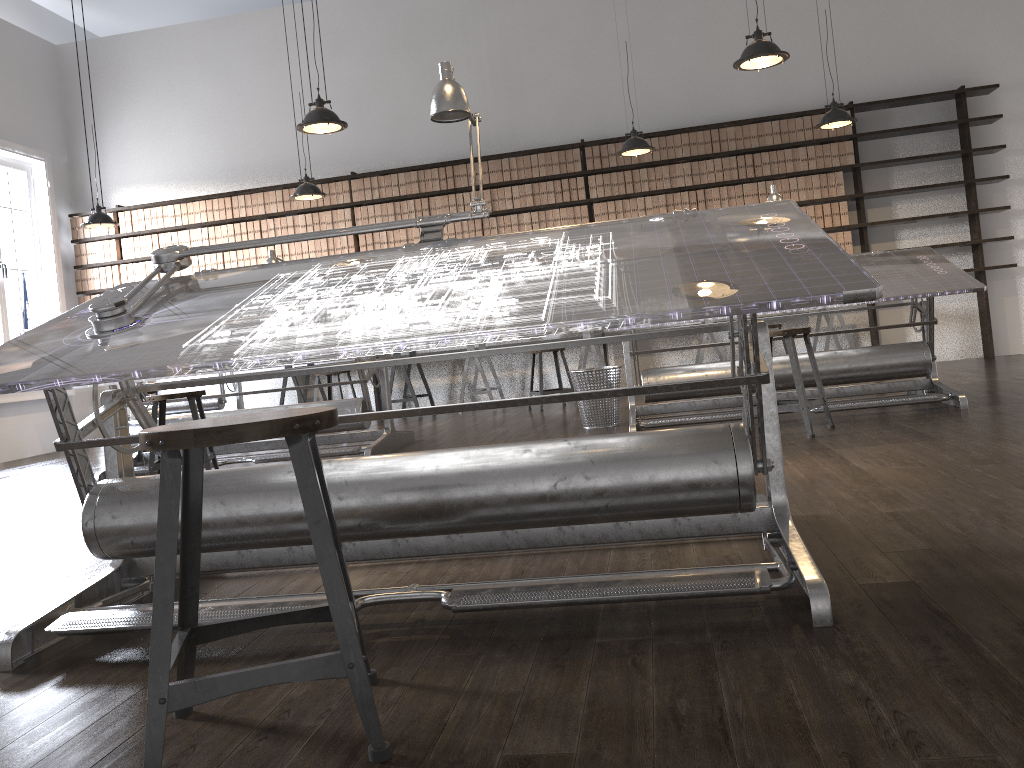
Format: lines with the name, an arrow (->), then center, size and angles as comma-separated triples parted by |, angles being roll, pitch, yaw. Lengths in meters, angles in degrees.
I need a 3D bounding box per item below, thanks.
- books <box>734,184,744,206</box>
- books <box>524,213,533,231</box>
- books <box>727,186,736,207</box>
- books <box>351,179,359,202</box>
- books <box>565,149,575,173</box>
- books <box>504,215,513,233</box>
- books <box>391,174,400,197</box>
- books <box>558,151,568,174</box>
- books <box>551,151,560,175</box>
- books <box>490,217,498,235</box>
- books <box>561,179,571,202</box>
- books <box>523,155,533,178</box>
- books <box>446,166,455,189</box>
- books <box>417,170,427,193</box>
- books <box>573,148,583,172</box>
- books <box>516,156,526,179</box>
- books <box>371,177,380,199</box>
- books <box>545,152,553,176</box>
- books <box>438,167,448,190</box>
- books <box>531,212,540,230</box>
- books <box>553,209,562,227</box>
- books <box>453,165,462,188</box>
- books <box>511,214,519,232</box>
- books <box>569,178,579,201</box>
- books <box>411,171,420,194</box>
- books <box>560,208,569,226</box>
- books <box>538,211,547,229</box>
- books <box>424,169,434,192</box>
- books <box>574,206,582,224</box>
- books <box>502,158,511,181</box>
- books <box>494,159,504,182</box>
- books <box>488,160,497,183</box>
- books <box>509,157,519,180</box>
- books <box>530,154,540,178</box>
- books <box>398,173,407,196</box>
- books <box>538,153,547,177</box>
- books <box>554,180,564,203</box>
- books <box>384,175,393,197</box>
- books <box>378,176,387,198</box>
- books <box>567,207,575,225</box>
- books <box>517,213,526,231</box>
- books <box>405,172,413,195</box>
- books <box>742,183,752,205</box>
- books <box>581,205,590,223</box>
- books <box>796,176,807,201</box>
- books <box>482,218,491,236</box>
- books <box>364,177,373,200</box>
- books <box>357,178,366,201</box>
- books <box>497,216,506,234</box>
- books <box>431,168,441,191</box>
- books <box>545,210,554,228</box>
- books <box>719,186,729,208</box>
books -> 2.140, -1.755, 8.361 | 0.066, 0.226, 0.175 | -6, 1, 9
books -> 0.170, -1.551, 8.664 | 0.066, 0.225, 0.175 | -6, 1, 9
books -> 2.072, -1.748, 8.373 | 0.066, 0.226, 0.174 | -6, 1, 9
books -> -1.553, -1.934, 8.926 | 0.066, 0.225, 0.175 | -6, 1, 9
books -> 0.570, -2.146, 8.599 | 0.066, 0.226, 0.174 | -6, 1, 9
books -> -0.023, -1.532, 8.697 | 0.066, 0.226, 0.175 | -6, 1, 9
books -> -1.143, -1.975, 8.860 | 0.067, 0.226, 0.175 | -6, 1, 9
books -> 0.500, -2.139, 8.610 | 0.066, 0.226, 0.175 | -6, 1, 9
books -> 0.433, -2.132, 8.615 | 0.067, 0.226, 0.175 | -6, 1, 9
books -> -0.163, -1.518, 8.714 | 0.066, 0.226, 0.174 | -6, 1, 9
books -> 0.531, -1.864, 8.603 | 0.067, 0.226, 0.175 | -6, 1, 9
books -> 0.166, -2.106, 8.661 | 0.066, 0.226, 0.175 | -6, 1, 9
books -> -0.595, -2.030, 8.775 | 0.067, 0.226, 0.175 | -6, 1, 9
books -> -0.877, -2.002, 8.823 | 0.066, 0.226, 0.175 | -6, 1, 9
books -> 0.639, -2.153, 8.584 | 0.066, 0.226, 0.174 | -6, 1, 9
books -> 0.098, -2.099, 8.674 | 0.066, 0.226, 0.174 | -6, 1, 9
books -> -1.349, -1.954, 8.894 | 0.066, 0.226, 0.174 | -6, 1, 9
books -> 0.368, -2.126, 8.629 | 0.066, 0.225, 0.175 | -6, 1, 9
books -> -0.668, -2.023, 8.792 | 0.066, 0.226, 0.175 | -6, 1, 9
books -> 0.241, -1.558, 8.651 | 0.067, 0.226, 0.175 | -6, 1, 9
books -> 0.447, -1.579, 8.621 | 0.066, 0.226, 0.174 | -6, 1, 9
books -> -0.521, -2.037, 8.769 | 0.066, 0.225, 0.175 | -6, 1, 9
books -> 0.042, -1.538, 8.681 | 0.067, 0.226, 0.175 | -6, 1, 9
books -> 0.605, -1.871, 8.597 | 0.066, 0.225, 0.175 | -6, 1, 9
books -> -0.944, -1.995, 8.828 | 0.067, 0.226, 0.175 | -6, 1, 9
books -> 0.518, -1.586, 8.607 | 0.066, 0.226, 0.175 | -6, 1, 9
books -> 0.311, -1.565, 8.644 | 0.066, 0.226, 0.175 | -6, 1, 9
books -> -0.808, -2.009, 8.813 | 0.066, 0.226, 0.174 | -6, 1, 9
books -> 0.646, -1.599, 8.591 | 0.066, 0.225, 0.175 | -6, 1, 9
books -> -0.043, -2.085, 8.688 | 0.066, 0.226, 0.175 | -6, 1, 9
books -> -0.114, -2.078, 8.699 | 0.067, 0.226, 0.175 | -6, 1, 9
books -> -0.176, -2.072, 8.713 | 0.066, 0.225, 0.175 | -6, 1, 9
books -> 0.029, -2.092, 8.680 | 0.066, 0.226, 0.174 | -6, 1, 9
books -> 0.235, -2.113, 8.646 | 0.067, 0.226, 0.175 | -6, 1, 9
books -> -1.071, -1.982, 8.851 | 0.066, 0.225, 0.175 | -6, 1, 9
books -> 0.306, -2.120, 8.637 | 0.066, 0.225, 0.175 | -6, 1, 9
books -> 0.459, -1.857, 8.620 | 0.066, 0.226, 0.175 | -6, 1, 9
books -> -1.211, -1.968, 8.874 | 0.066, 0.226, 0.175 | -6, 1, 9
books -> -1.280, -1.961, 8.887 | 0.066, 0.226, 0.174 | -6, 1, 9
books -> 0.583, -1.592, 8.596 | 0.067, 0.226, 0.175 | -6, 1, 9
books -> 0.109, -1.545, 8.675 | 0.066, 0.225, 0.175 | -6, 1, 9
books -> -1.009, -1.988, 8.843 | 0.066, 0.225, 0.175 | -6, 1, 9
books -> 2.213, -1.762, 8.348 | 0.066, 0.225, 0.175 | -6, 1, 9
books -> 0.715, -1.606, 8.581 | 0.066, 0.226, 0.175 | -6, 1, 9
books -> 2.695, -1.810, 8.273 | 0.066, 0.225, 0.175 | -6, 1, 9
books -> -0.232, -1.511, 8.730 | 0.066, 0.226, 0.175 | -6, 1, 9
books -> -1.420, -1.947, 8.901 | 0.066, 0.226, 0.175 | -6, 1, 9
books -> -1.492, -1.940, 8.912 | 0.067, 0.226, 0.175 | -6, 1, 9
books -> -0.093, -1.525, 8.708 | 0.066, 0.226, 0.174 | -6, 1, 9
books -> -0.739, -2.015, 8.798 | 0.066, 0.226, 0.174 | -6, 1, 9
books -> 0.380, -1.572, 8.635 | 0.066, 0.226, 0.174 | -6, 1, 9
books -> 2.003, -1.741, 8.380 | 0.066, 0.226, 0.174 | -6, 1, 9
